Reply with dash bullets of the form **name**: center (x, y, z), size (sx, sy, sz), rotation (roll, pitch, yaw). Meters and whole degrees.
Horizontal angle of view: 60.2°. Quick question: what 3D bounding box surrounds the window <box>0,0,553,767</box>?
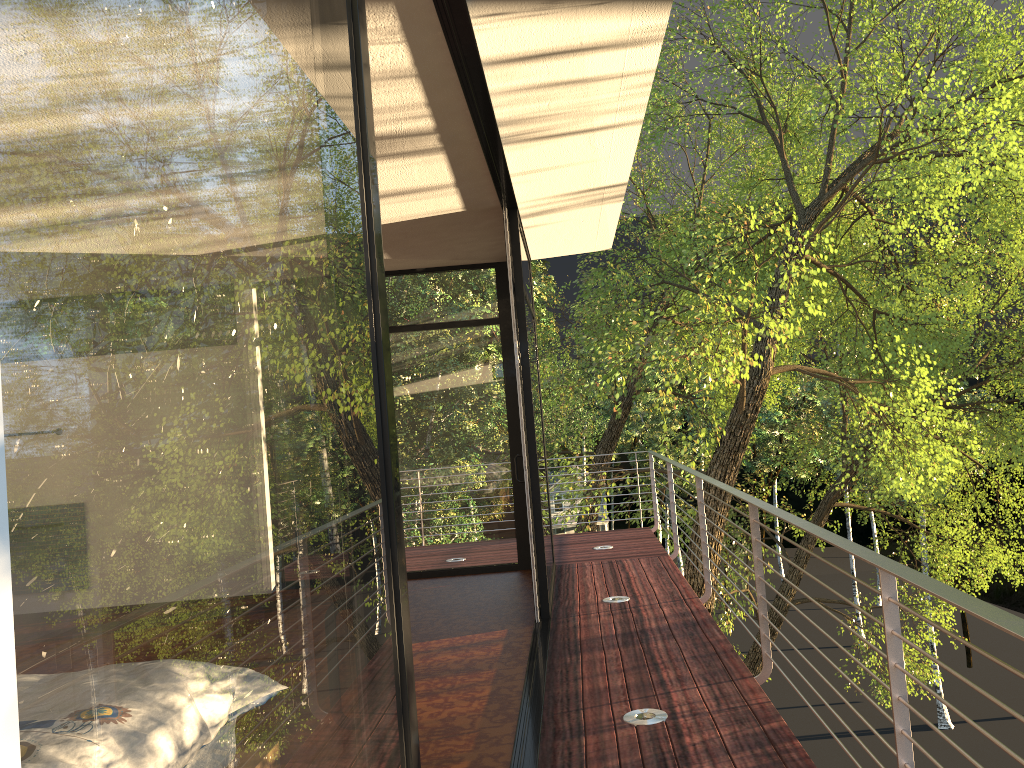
- **window**: center (-3.441, 0.322, 2.060), size (6.839, 2.515, 10.319), rotation (-5, -2, 2)
